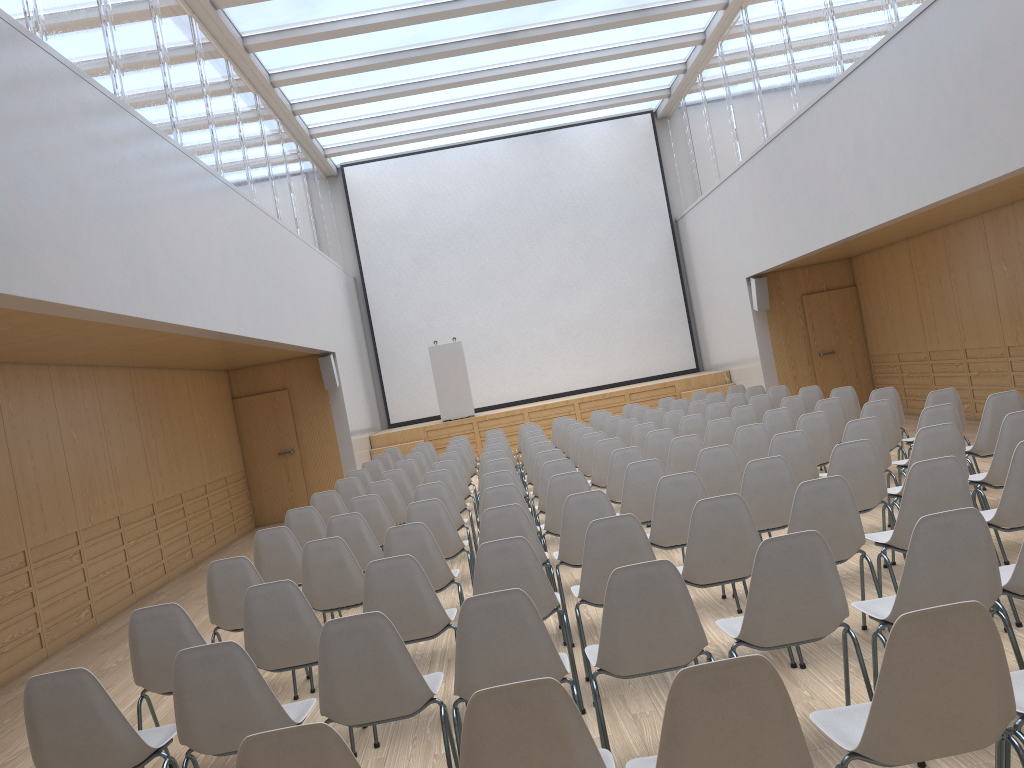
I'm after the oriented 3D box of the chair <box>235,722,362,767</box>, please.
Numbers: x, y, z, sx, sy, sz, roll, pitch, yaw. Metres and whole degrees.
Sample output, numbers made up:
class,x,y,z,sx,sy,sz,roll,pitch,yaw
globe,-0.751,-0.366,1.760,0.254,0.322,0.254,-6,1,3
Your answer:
class,x,y,z,sx,sy,sz,roll,pitch,yaw
chair,-0.470,1.249,2.368,0.479,0.876,0.505,-10,1,-1

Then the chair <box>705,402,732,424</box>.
class,x,y,z,sx,sy,sz,roll,pitch,yaw
chair,2.418,0.650,10.396,0.479,0.876,0.505,-10,1,-1

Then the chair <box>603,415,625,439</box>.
class,x,y,z,sx,sy,sz,roll,pitch,yaw
chair,1.356,0.835,11.411,0.479,0.876,0.505,-10,1,-1

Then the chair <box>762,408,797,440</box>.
class,x,y,z,sx,sy,sz,roll,pitch,yaw
chair,2.485,0.656,8.335,0.479,0.876,0.505,-10,1,-1

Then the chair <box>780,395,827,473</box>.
class,x,y,z,sx,sy,sz,roll,pitch,yaw
chair,2.980,0.556,9.447,0.479,0.876,0.505,-10,1,-1

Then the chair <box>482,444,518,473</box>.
class,x,y,z,sx,sy,sz,roll,pitch,yaw
chair,-0.146,1.118,10.318,0.479,0.876,0.505,-10,1,-1

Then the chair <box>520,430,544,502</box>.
class,x,y,z,sx,sy,sz,roll,pitch,yaw
chair,0.334,1.021,11.370,0.479,0.876,0.505,-10,1,-1

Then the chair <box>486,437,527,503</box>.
class,x,y,z,sx,sy,sz,roll,pitch,yaw
chair,-0.131,1.107,11.340,0.479,0.876,0.505,-10,1,-1

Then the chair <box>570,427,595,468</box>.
class,x,y,z,sx,sy,sz,roll,pitch,yaw
chair,0.882,0.931,10.341,0.479,0.876,0.505,-10,1,-1

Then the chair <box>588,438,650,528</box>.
class,x,y,z,sx,sy,sz,roll,pitch,yaw
chair,0.955,0.935,8.401,0.479,0.876,0.505,-10,1,-1

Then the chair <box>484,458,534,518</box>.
class,x,y,z,sx,sy,sz,roll,pitch,yaw
chair,-0.062,1.120,8.388,0.479,0.876,0.505,-10,1,-1

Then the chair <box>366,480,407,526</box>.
class,x,y,z,sx,sy,sz,roll,pitch,yaw
chair,-1.139,1.317,8.354,0.479,0.876,0.505,-10,1,-1

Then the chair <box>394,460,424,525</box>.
class,x,y,z,sx,sy,sz,roll,pitch,yaw
chair,-1.156,1.302,10.354,0.479,0.876,0.505,-10,1,-1

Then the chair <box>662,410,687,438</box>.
class,x,y,z,sx,sy,sz,roll,pitch,yaw
chair,1.932,0.738,10.405,0.479,0.876,0.505,-10,1,-1

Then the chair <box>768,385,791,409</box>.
class,x,y,z,sx,sy,sz,roll,pitch,yaw
chair,3.423,0.457,11.439,0.479,0.876,0.505,-10,1,-1

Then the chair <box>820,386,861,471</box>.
class,x,y,z,sx,sy,sz,roll,pitch,yaw
chair,3.491,0.463,9.440,0.479,0.876,0.505,-10,1,-1

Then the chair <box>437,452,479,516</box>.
class,x,y,z,sx,sy,sz,roll,pitch,yaw
chair,-0.664,1.213,10.347,0.479,0.876,0.505,-10,1,-1

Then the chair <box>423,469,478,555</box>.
class,x,y,z,sx,sy,sz,roll,pitch,yaw
chair,-0.620,1.222,8.348,0.479,0.876,0.505,-10,1,-1

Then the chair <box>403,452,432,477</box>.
class,x,y,z,sx,sy,sz,roll,pitch,yaw
chair,-1.161,1.295,11.296,0.479,0.876,0.505,-10,1,-1

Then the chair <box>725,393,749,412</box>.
class,x,y,z,sx,sy,sz,roll,pitch,yaw
chair,2.889,0.554,11.455,0.479,0.876,0.505,-10,1,-1

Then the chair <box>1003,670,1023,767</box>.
class,x,y,z,sx,sy,sz,roll,pitch,yaw
chair,1.572,0.876,2.414,0.479,0.876,0.505,-10,1,-1

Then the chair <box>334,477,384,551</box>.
class,x,y,z,sx,sy,sz,roll,pitch,yaw
chair,-1.628,1.397,9.354,0.479,0.876,0.505,-10,1,-1

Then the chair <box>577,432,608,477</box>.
class,x,y,z,sx,sy,sz,roll,pitch,yaw
chair,0.908,0.934,9.400,0.479,0.876,0.505,-10,1,-1

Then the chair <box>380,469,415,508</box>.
class,x,y,z,sx,sy,sz,roll,pitch,yaw
chair,-1.158,1.312,9.336,0.479,0.876,0.505,-10,1,-1

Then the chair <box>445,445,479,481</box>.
class,x,y,z,sx,sy,sz,roll,pitch,yaw
chair,-0.653,1.201,11.376,0.479,0.876,0.505,-10,1,-1

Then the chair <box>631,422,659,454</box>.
class,x,y,z,sx,sy,sz,roll,pitch,yaw
chair,1.436,0.838,9.394,0.479,0.876,0.505,-10,1,-1

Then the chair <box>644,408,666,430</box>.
class,x,y,z,sx,sy,sz,roll,pitch,yaw
chair,1.860,0.743,11.363,0.479,0.876,0.505,-10,1,-1

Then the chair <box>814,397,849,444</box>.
class,x,y,z,sx,sy,sz,roll,pitch,yaw
chair,2.991,0.563,8.428,0.479,0.876,0.505,-10,1,-1

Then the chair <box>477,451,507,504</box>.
class,x,y,z,sx,sy,sz,roll,pitch,yaw
chair,-0.137,1.125,9.359,0.479,0.876,0.505,-10,1,-1

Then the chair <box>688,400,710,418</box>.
class,x,y,z,sx,sy,sz,roll,pitch,yaw
chair,2.424,0.640,11.416,0.479,0.876,0.505,-10,1,-1

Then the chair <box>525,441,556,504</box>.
class,x,y,z,sx,sy,sz,roll,pitch,yaw
chair,0.371,1.032,9.398,0.479,0.876,0.505,-10,1,-1

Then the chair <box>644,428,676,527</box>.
class,x,y,z,sx,sy,sz,roll,pitch,yaw
chair,1.424,0.849,8.393,0.479,0.876,0.505,-10,1,-1

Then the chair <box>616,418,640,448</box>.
class,x,y,z,sx,sy,sz,roll,pitch,yaw
chair,1.401,0.835,10.421,0.479,0.876,0.505,-10,1,-1

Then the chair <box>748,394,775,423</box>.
class,x,y,z,sx,sy,sz,roll,pitch,yaw
chair,2.919,0.558,10.455,0.479,0.876,0.505,-10,1,-1

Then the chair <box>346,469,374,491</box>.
class,x,y,z,sx,sy,sz,roll,pitch,yaw
chair,-1.690,1.400,10.284,0.479,0.876,0.505,-10,1,-1

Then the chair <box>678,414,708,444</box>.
class,x,y,z,sx,sy,sz,roll,pitch,yaw
chair,1.924,0.749,9.385,0.479,0.876,0.505,-10,1,-1

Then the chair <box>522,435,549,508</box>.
class,x,y,z,sx,sy,sz,roll,pitch,yaw
chair,0.351,1.027,10.350,0.479,0.876,0.505,-10,1,-1

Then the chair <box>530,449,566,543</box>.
class,x,y,z,sx,sy,sz,roll,pitch,yaw
chair,0.409,1.035,8.330,0.479,0.876,0.505,-10,1,-1

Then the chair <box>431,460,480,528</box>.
class,x,y,z,sx,sy,sz,roll,pitch,yaw
chair,-0.625,1.215,9.266,0.479,0.876,0.505,-10,1,-1

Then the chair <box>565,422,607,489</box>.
class,x,y,z,sx,sy,sz,roll,pitch,yaw
chair,0.888,0.921,11.300,0.479,0.876,0.505,-10,1,-1

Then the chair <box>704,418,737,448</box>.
class,x,y,z,sx,sy,sz,roll,pitch,yaw
chair,1.971,0.750,8.365,0.479,0.876,0.505,-10,1,-1

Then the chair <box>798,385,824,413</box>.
class,x,y,z,sx,sy,sz,roll,pitch,yaw
chair,3.469,0.458,10.399,0.479,0.876,0.505,-10,1,-1

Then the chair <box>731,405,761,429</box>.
class,x,y,z,sx,sy,sz,roll,pitch,yaw
chair,2.450,0.653,9.376,0.479,0.876,0.505,-10,1,-1
